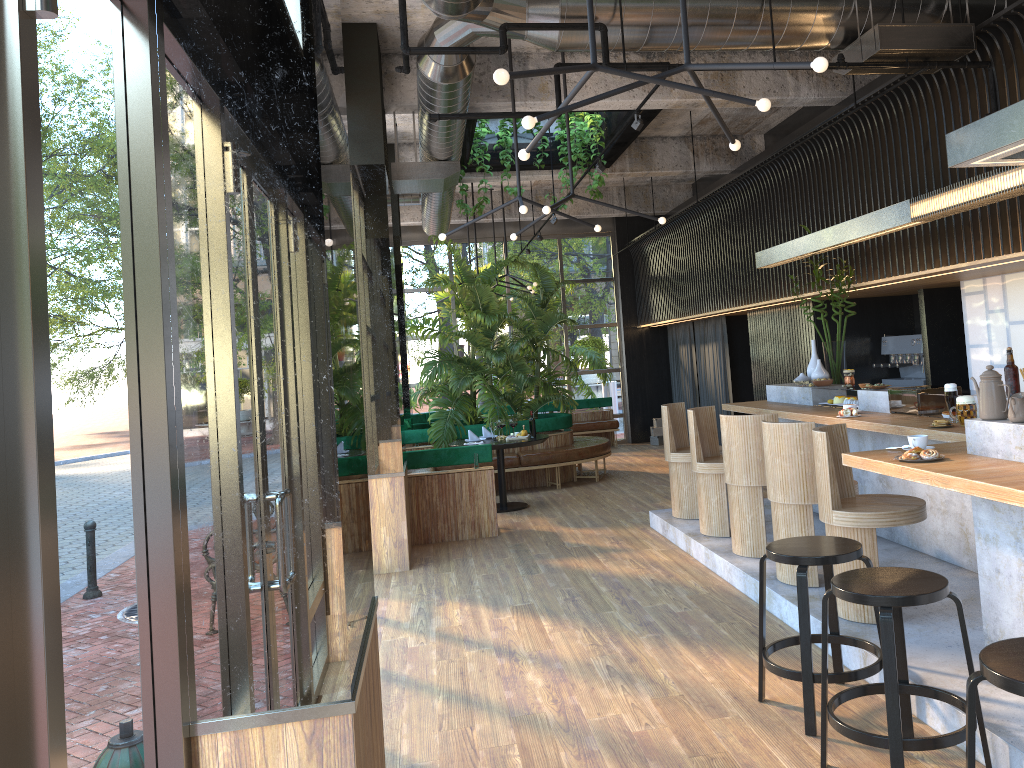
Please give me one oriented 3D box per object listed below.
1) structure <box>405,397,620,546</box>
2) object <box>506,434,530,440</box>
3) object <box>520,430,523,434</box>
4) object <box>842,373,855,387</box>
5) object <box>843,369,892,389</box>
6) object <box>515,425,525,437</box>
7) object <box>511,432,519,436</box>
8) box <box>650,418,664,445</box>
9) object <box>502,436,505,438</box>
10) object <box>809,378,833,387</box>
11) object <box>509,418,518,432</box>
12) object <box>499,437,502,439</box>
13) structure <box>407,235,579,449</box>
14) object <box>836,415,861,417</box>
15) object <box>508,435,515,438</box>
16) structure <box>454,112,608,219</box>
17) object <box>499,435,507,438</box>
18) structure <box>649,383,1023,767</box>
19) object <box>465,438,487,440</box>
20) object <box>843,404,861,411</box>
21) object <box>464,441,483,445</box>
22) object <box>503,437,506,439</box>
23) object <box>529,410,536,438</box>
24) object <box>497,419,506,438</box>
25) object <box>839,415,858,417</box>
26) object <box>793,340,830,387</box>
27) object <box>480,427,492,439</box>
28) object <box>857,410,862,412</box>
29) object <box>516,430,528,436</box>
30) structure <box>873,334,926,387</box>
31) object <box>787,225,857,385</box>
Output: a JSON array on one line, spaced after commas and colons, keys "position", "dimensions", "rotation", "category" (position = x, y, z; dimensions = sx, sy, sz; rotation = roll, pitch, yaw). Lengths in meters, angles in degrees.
[{"position": [1.972, 0.539, 5.783], "dimensions": [6.129, 1.550, 19.779], "rotation": [-4, 1, -6], "category": "structure"}, {"position": [0.065, 0.586, 9.800], "dimensions": [0.239, 0.019, 0.353], "rotation": [-4, 1, 3], "category": "object"}, {"position": [0.121, 0.551, 10.007], "dimensions": [0.059, 0.072, 0.205], "rotation": [-4, 1, -16], "category": "object"}, {"position": [2.685, -0.031, 7.106], "dimensions": [0.086, 0.107, 0.161], "rotation": [-5, 0, 38], "category": "object"}, {"position": [2.673, -0.037, 6.850], "dimensions": [0.212, 0.135, 0.798], "rotation": [-4, 1, 1], "category": "object"}, {"position": [0.089, 0.515, 9.714], "dimensions": [0.145, 0.124, 0.096], "rotation": [-4, -1, -27], "category": "object"}, {"position": [0.073, 0.555, 9.901], "dimensions": [0.194, 0.038, 0.063], "rotation": [-4, 1, 25], "category": "object"}, {"position": [2.525, 0.808, 15.165], "dimensions": [0.342, 0.443, 0.271], "rotation": [-4, -2, -19], "category": "box"}, {"position": [-0.091, 0.590, 9.848], "dimensions": [0.033, 0.032, 0.037], "rotation": [-4, 0, -10], "category": "object"}, {"position": [2.592, -0.016, 7.457], "dimensions": [0.191, 0.073, 0.229], "rotation": [-4, 1, 12], "category": "object"}, {"position": [0.018, 0.493, 10.026], "dimensions": [0.106, 0.201, 0.099], "rotation": [-3, -2, -19], "category": "object"}, {"position": [-0.129, 0.600, 9.812], "dimensions": [0.033, 0.019, 0.037], "rotation": [-4, 1, 5], "category": "object"}, {"position": [-0.258, -0.351, 12.123], "dimensions": [2.520, 3.441, 2.570], "rotation": [-3, -1, -23], "category": "structure"}, {"position": [2.332, 0.222, 6.145], "dimensions": [0.166, 0.005, 0.168], "rotation": [-4, 1, 4], "category": "object"}, {"position": [0.008, 0.575, 9.787], "dimensions": [0.103, 0.013, 0.219], "rotation": [-4, 1, -2], "category": "object"}, {"position": [0.355, -2.797, 10.929], "dimensions": [2.104, 1.519, 1.456], "rotation": [-4, -1, 21], "category": "structure"}, {"position": [-0.102, 0.591, 9.909], "dimensions": [0.098, 0.028, 0.128], "rotation": [-4, 1, 7], "category": "object"}, {"position": [4.440, 0.277, 5.367], "dimensions": [5.945, 1.732, 7.005], "rotation": [-4, 1, -8], "category": "structure"}, {"position": [-0.423, 0.617, 9.987], "dimensions": [0.242, 0.019, 0.165], "rotation": [-3, 2, 42], "category": "object"}, {"position": [2.440, 0.173, 6.356], "dimensions": [0.138, 0.064, 0.106], "rotation": [-5, 1, -29], "category": "object"}, {"position": [-0.387, 0.628, 9.488], "dimensions": [0.259, 0.019, 0.155], "rotation": [-4, 1, -9], "category": "object"}, {"position": [-0.083, 0.592, 9.758], "dimensions": [0.032, 0.031, 0.040], "rotation": [-4, 0, 18], "category": "object"}, {"position": [0.222, 0.437, 9.700], "dimensions": [0.067, 0.299, 0.069], "rotation": [-4, -3, 8], "category": "object"}, {"position": [-0.116, 0.502, 10.043], "dimensions": [0.106, 0.201, 0.099], "rotation": [-3, -2, -19], "category": "object"}, {"position": [2.332, 0.220, 6.141], "dimensions": [0.117, 0.005, 0.125], "rotation": [-3, 2, 31], "category": "object"}, {"position": [2.625, -0.185, 7.714], "dimensions": [0.304, 0.398, 0.332], "rotation": [-5, -1, 41], "category": "object"}, {"position": [-0.262, 0.548, 10.095], "dimensions": [0.242, 0.139, 0.224], "rotation": [-4, 0, -24], "category": "object"}, {"position": [2.420, 0.203, 6.352], "dimensions": [0.164, 0.020, 0.157], "rotation": [-4, 1, -11], "category": "object"}, {"position": [0.110, 0.541, 9.806], "dimensions": [0.100, 0.064, 0.161], "rotation": [-4, 1, -37], "category": "object"}, {"position": [4.282, 0.247, 9.431], "dimensions": [0.559, 1.597, 0.824], "rotation": [-4, -2, -7], "category": "structure"}, {"position": [2.764, -0.625, 7.747], "dimensions": [0.645, 1.552, 0.609], "rotation": [-5, -2, 31], "category": "object"}]
